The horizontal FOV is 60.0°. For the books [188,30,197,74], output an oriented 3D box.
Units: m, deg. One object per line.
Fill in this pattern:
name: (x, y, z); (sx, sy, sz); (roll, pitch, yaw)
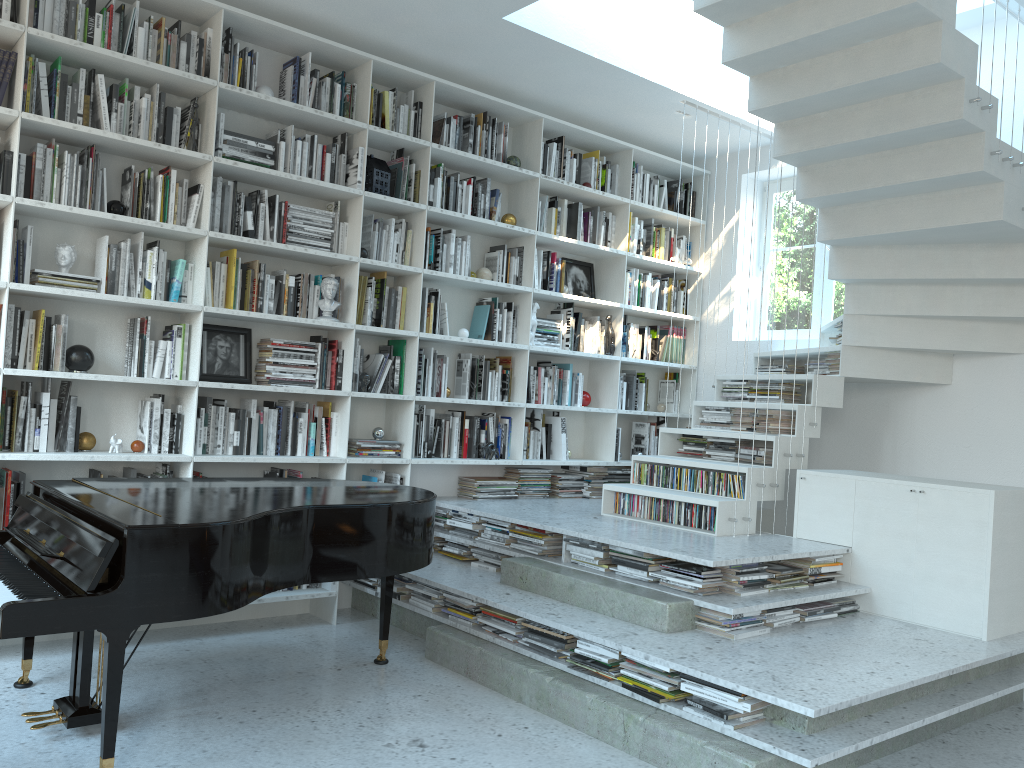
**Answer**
books: (-1.630, -1.620, 4.452); (0.030, 0.261, 0.151); (4, -1, -39)

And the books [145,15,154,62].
books: (-1.786, -1.637, 4.320); (0.014, 0.269, 0.156); (4, -1, -39)

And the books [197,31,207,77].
books: (-1.585, -1.620, 4.472); (0.014, 0.267, 0.171); (4, -1, -39)

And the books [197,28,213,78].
books: (-1.566, -1.629, 4.481); (0.026, 0.288, 0.176); (4, -1, -39)

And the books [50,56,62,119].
books: (-2.096, -1.319, 4.055); (0.012, 0.315, 0.171); (4, -1, -39)

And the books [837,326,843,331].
books: (2.064, -0.320, 5.240); (0.250, 0.017, 0.135); (3, -2, 11)

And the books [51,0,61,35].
books: (-2.101, -1.640, 4.048); (0.023, 0.220, 0.181); (4, -1, -39)

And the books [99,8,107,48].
books: (-1.948, -1.634, 4.181); (0.013, 0.234, 0.154); (4, -1, -39)

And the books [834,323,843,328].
books: (2.059, -0.336, 5.209); (0.283, 0.012, 0.175); (3, -2, 6)

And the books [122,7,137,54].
books: (-1.856, -1.646, 4.242); (0.052, 0.273, 0.172); (4, -1, -39)

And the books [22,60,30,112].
books: (-2.198, -1.298, 3.969); (0.023, 0.256, 0.174); (4, -1, -39)

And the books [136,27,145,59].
books: (-1.820, -1.601, 4.281); (0.031, 0.190, 0.181); (4, -1, -39)

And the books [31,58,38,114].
books: (-2.172, -1.311, 4.006); (0.010, 0.287, 0.148); (4, -1, -39)

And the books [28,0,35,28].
books: (-2.179, -1.655, 3.982); (0.029, 0.237, 0.156); (4, -1, -39)

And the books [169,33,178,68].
books: (-1.695, -1.596, 4.360); (0.026, 0.200, 0.187); (4, -1, -39)

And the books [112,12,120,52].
books: (-1.909, -1.631, 4.222); (0.029, 0.235, 0.130); (4, -1, -39)

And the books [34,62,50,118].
books: (-2.146, -1.302, 4.036); (0.067, 0.274, 0.168); (4, -1, -39)

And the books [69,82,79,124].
books: (-2.047, -1.266, 4.108); (0.029, 0.219, 0.157); (4, -1, -39)

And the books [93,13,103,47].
books: (-1.968, -1.619, 4.169); (0.030, 0.201, 0.152); (4, -1, -39)

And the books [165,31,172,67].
books: (-1.712, -1.601, 4.350); (0.013, 0.207, 0.178); (4, -1, -39)

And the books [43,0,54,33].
books: (-2.124, -1.659, 4.034); (0.031, 0.254, 0.145); (4, -1, -39)

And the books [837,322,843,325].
books: (2.066, -0.349, 5.241); (0.261, 0.016, 0.128); (3, -2, 12)

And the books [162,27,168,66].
books: (-1.733, -1.613, 4.349); (0.021, 0.228, 0.161); (4, -1, -39)

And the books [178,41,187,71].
books: (-1.664, -1.585, 4.402); (0.031, 0.184, 0.176); (4, -1, -39)

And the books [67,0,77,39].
books: (-2.045, -1.630, 4.076); (0.029, 0.208, 0.178); (4, -1, -39)

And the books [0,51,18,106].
books: (-2.262, -1.318, 3.933); (0.078, 0.285, 0.174); (4, -1, -39)

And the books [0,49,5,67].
books: (-2.309, -1.321, 3.919); (0.078, 0.285, 0.174); (4, -1, -39)

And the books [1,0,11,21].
books: (-2.253, -1.670, 3.927); (0.031, 0.254, 0.178); (4, -1, -39)

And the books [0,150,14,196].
books: (-2.251, -0.908, 3.916); (0.039, 0.202, 0.236); (4, -1, -39)

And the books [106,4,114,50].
books: (-1.924, -1.641, 4.191); (0.013, 0.251, 0.183); (4, -1, -39)

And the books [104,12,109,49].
books: (-1.934, -1.624, 4.183); (0.011, 0.216, 0.160); (4, -1, -39)

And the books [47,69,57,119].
books: (-2.112, -1.292, 4.054); (0.011, 0.260, 0.157); (4, -1, -39)

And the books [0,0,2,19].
books: (-2.281, -1.675, 3.920); (0.022, 0.260, 0.152); (4, -1, -39)

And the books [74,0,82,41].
books: (-2.027, -1.656, 4.110); (0.010, 0.264, 0.160); (4, -1, -39)

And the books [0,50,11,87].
books: (-2.289, -1.320, 3.930); (0.078, 0.285, 0.174); (4, -1, -39)

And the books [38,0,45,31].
books: (-2.155, -1.673, 4.033); (0.021, 0.279, 0.140); (4, -1, -39)

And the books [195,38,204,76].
books: (-1.596, -1.600, 4.453); (0.026, 0.225, 0.172); (4, -1, -39)

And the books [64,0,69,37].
books: (-2.067, -1.652, 4.073); (0.012, 0.250, 0.174); (4, -1, -39)

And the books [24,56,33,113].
books: (-2.192, -1.311, 3.992); (0.013, 0.283, 0.158); (4, -1, -39)

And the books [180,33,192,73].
books: (-1.647, -1.610, 4.428); (0.026, 0.237, 0.149); (4, -1, -39)

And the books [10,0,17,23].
books: (-2.234, -1.666, 3.961); (0.039, 0.252, 0.146); (4, -1, -39)

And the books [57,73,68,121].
books: (-2.083, -1.281, 4.069); (0.031, 0.242, 0.181); (4, -1, -39)

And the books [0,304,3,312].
books: (-2.308, -0.212, 3.889); (0.082, 0.276, 0.228); (4, -1, -39)

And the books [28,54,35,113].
books: (-2.194, -1.323, 4.016); (0.014, 0.309, 0.130); (4, -1, -39)

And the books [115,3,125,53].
books: (-1.883, -1.650, 4.224); (0.013, 0.276, 0.164); (4, -1, -39)

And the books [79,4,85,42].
books: (-2.030, -1.640, 4.141); (0.025, 0.234, 0.129); (4, -1, -39)

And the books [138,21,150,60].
books: (-1.802, -1.622, 4.306); (0.026, 0.236, 0.134); (4, -1, -39)

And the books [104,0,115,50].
books: (-1.915, -1.664, 4.201); (0.010, 0.299, 0.151); (4, -1, -39)

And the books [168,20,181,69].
books: (-1.681, -1.637, 4.393); (0.013, 0.285, 0.159); (4, -1, -39)

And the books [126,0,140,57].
books: (-1.838, -1.665, 4.274); (0.014, 0.315, 0.166); (4, -1, -39)

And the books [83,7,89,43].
books: (-2.012, -1.630, 4.146); (0.012, 0.216, 0.150); (4, -1, -39)

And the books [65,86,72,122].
books: (-2.072, -1.259, 4.096); (0.024, 0.201, 0.153); (4, -1, -39)

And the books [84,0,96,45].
books: (-1.994, -1.654, 4.158); (0.028, 0.268, 0.151); (4, -1, -39)

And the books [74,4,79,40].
books: (-2.037, -1.628, 4.100); (0.015, 0.207, 0.166); (4, -1, -39)

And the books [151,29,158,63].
books: (-1.776, -1.609, 4.340); (0.029, 0.213, 0.141); (4, -1, -39)

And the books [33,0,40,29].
books: (-2.170, -1.627, 4.010); (0.024, 0.183, 0.133); (4, -1, -39)

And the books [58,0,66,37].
books: (-2.084, -1.654, 4.065); (0.023, 0.251, 0.170); (4, -1, -39)

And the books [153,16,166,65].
books: (-1.741, -1.633, 4.332); (0.014, 0.266, 0.192); (4, -1, -39)
